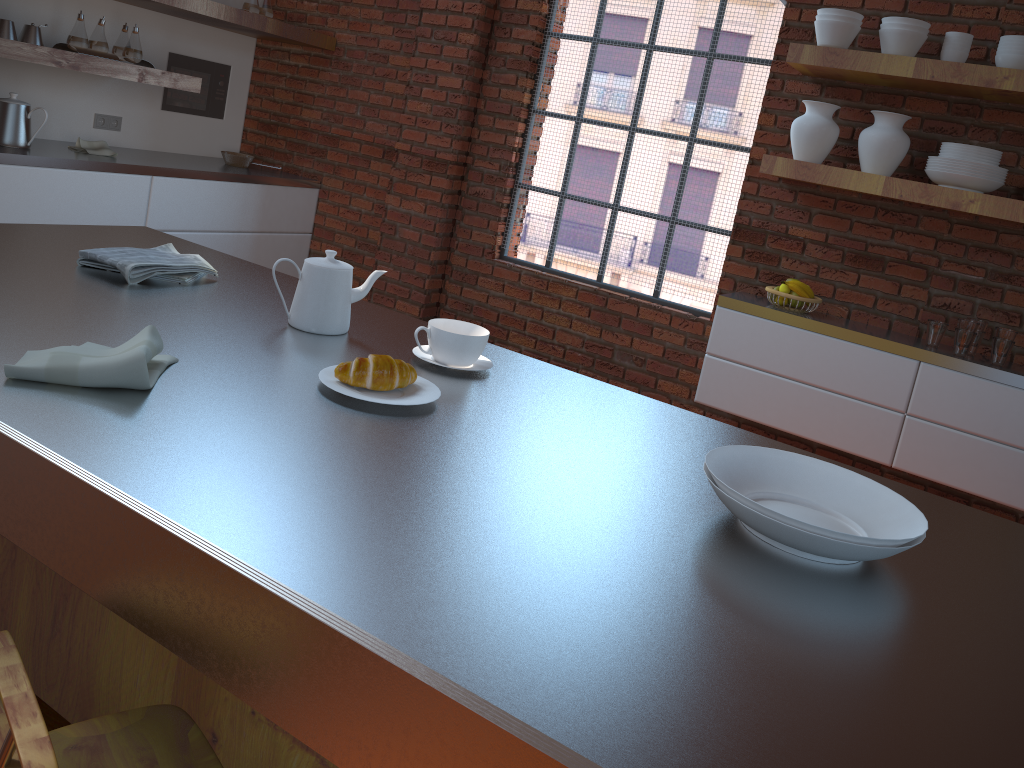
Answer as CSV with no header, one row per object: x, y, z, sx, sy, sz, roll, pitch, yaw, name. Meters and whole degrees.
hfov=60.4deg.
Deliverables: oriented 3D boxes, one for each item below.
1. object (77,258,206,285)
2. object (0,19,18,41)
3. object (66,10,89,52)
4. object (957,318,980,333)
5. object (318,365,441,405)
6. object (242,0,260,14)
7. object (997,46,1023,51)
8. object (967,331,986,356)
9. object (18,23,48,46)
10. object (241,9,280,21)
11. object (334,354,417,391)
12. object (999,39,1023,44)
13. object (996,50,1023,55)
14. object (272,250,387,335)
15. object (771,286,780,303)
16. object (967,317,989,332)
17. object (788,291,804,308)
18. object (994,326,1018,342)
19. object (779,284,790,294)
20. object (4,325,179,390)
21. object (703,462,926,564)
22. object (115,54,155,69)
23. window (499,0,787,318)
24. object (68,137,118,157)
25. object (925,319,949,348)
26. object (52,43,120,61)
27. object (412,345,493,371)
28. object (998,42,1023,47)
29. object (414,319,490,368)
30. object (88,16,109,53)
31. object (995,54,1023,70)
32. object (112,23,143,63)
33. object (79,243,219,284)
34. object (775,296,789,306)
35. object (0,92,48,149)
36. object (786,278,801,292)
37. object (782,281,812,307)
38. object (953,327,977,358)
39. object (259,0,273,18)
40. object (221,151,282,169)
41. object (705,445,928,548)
-0.799,-0.257,1.915,0.231,0.026,0.169,10,15,-6,object
-2.204,-1.543,3.823,0.106,0.080,0.109,3,15,-32,object
-2.028,-1.653,4.122,0.095,0.187,0.093,20,13,40,object
1.721,-0.191,3.339,0.077,0.102,0.079,5,13,-31,object
-0.210,0.005,1.397,0.194,0.013,0.199,-1,20,-39,object
-1.452,-2.152,4.923,0.095,0.187,0.093,20,13,40,object
1.888,-1.208,3.271,0.167,0.060,0.167,17,16,22,object
1.794,-0.163,3.435,0.077,0.102,0.079,5,13,-31,object
-2.142,-1.568,3.924,0.105,0.098,0.109,7,13,-19,object
-1.443,-2.081,4.983,0.198,0.032,0.225,19,17,26,object
-0.212,-0.021,1.403,0.137,0.050,0.063,-2,18,-41,object
1.893,-1.232,3.268,0.167,0.060,0.167,17,16,22,object
1.886,-1.195,3.273,0.167,0.060,0.167,17,16,22,object
-0.360,-0.184,1.712,0.120,0.152,0.198,19,15,33,object
1.144,-0.381,3.759,0.074,0.074,0.074,12,12,4,object
1.801,-0.200,3.429,0.077,0.102,0.079,5,13,-31,object
1.197,-0.356,3.710,0.077,0.064,0.078,5,14,-27,object
1.840,-0.156,3.297,0.079,0.102,0.077,21,14,40,object
1.149,-0.398,3.707,0.045,0.052,0.052,15,12,16,object
-0.588,-0.052,1.240,0.195,0.060,0.209,9,15,-9,object
0.386,0.171,1.157,0.281,0.054,0.288,12,15,0,object
-1.928,-1.623,4.399,0.228,0.032,0.195,23,19,37,object
4.493,-0.370,4.747,17.596,9.733,3.666,16,10,19,window
-2.064,-1.170,4.329,0.203,0.060,0.201,0,19,-38,object
1.664,-0.196,3.461,0.077,0.102,0.080,11,11,-1,object
-2.019,-1.581,4.182,0.198,0.032,0.225,19,17,26,object
-0.112,-0.044,1.652,0.153,0.012,0.158,2,18,-32,object
1.891,-1.220,3.269,0.167,0.060,0.167,17,16,22,object
-0.109,-0.074,1.649,0.125,0.068,0.118,15,14,13,object
-1.977,-1.668,4.218,0.093,0.189,0.095,8,10,-18,object
1.882,-1.179,3.276,0.167,0.060,0.167,17,16,22,object
-1.912,-1.702,4.387,0.206,0.189,0.093,21,14,37,object
-0.774,-0.259,1.886,0.167,0.049,0.234,19,17,27,object
1.136,-0.351,3.703,0.046,0.045,0.057,5,14,-28,object
-2.245,-1.182,3.924,0.300,0.234,0.185,4,13,-30,object
1.197,-0.419,3.748,0.069,0.060,0.070,-1,17,-44,object
1.203,-0.367,3.669,0.175,0.093,0.066,5,12,-24,object
1.713,-0.155,3.345,0.077,0.102,0.079,5,13,-31,object
-1.401,-2.168,5.019,0.093,0.189,0.095,8,10,-18,object
-1.539,-1.295,5.151,0.350,0.073,0.198,14,15,9,object
0.388,0.161,1.155,0.281,0.054,0.288,12,15,0,object
